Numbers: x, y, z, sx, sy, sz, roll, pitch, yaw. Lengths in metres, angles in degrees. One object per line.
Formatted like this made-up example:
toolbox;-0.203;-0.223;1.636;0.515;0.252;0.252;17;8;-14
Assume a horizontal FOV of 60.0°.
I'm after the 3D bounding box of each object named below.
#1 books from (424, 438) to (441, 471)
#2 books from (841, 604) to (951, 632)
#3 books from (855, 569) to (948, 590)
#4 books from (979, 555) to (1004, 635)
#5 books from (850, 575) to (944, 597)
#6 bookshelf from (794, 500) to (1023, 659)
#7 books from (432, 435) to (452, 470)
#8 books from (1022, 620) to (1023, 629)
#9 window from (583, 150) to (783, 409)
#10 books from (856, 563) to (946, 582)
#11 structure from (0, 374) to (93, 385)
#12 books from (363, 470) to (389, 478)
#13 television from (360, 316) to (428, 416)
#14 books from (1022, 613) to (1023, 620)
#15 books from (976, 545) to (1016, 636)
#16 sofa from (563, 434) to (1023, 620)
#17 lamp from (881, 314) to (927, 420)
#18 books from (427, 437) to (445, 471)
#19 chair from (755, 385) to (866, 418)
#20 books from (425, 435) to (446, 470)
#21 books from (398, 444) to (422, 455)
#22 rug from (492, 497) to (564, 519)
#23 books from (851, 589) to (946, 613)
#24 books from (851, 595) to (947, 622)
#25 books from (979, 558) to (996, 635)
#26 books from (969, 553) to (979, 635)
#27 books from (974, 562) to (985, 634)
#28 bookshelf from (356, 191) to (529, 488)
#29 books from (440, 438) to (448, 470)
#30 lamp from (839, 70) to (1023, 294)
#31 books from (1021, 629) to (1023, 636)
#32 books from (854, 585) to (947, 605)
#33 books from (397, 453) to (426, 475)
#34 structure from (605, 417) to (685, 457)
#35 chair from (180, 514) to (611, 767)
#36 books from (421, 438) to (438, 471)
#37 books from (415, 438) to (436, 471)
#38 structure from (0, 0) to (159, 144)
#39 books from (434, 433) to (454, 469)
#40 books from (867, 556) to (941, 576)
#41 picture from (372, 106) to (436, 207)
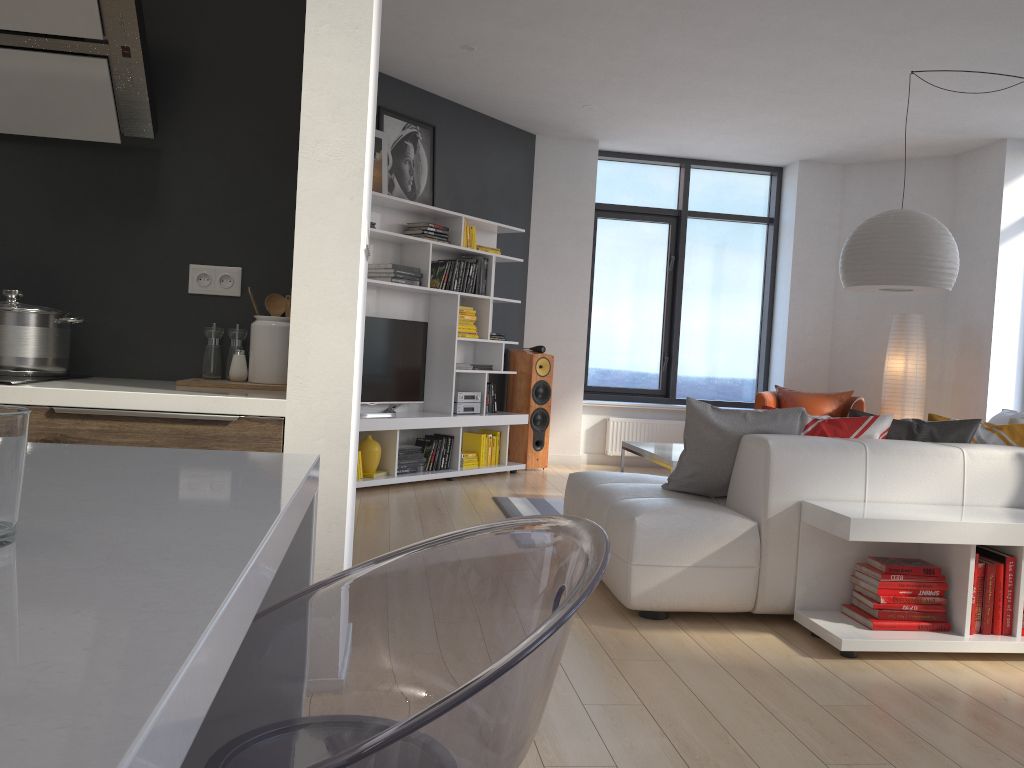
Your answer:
books;-0.635;0.537;6.775;0.169;0.233;0.081;5;2;36
books;1.418;0.867;3.290;0.301;0.032;0.227;3;2;-8
books;1.441;0.727;3.294;0.269;0.028;0.179;3;2;-7
books;1.742;0.772;3.286;0.042;0.259;0.195;3;2;-8
books;1.434;0.753;3.311;0.261;0.028;0.191;3;2;-8
bookshelf;2.397;0.767;3.388;2.600;0.500;0.356;3;2;-8
books;-0.571;0.529;6.879;0.191;0.249;0.084;5;2;37
books;1.968;0.873;3.302;0.282;0.030;0.188;3;2;-7
window;1.634;-1.001;8.748;1.960;2.402;0.170;3;2;-8
books;1.441;0.701;3.296;0.254;0.025;0.178;3;2;-9
structure;-1.453;-0.027;2.217;0.600;0.006;0.550;3;2;-8
books;-1.044;0.629;6.280;0.270;0.029;0.204;4;2;22
television;-1.013;-0.133;6.437;0.207;0.704;1.102;5;2;37
books;1.967;0.845;3.304;0.266;0.026;0.187;3;2;-9
books;1.776;0.759;3.295;0.049;0.291;0.214;3;2;-8
sofa;1.940;0.579;4.816;3.424;0.732;2.614;3;2;-8
lamp;3.559;0.177;7.612;0.804;1.550;0.502;5;2;42
books;-0.604;0.535;6.795;0.172;0.242;0.069;5;2;38
chair;2.618;0.460;7.773;0.896;0.858;0.843;4;2;24
books;-0.611;0.526;6.829;0.192;0.254;0.075;5;2;36
books;-0.860;0.484;6.571;0.250;0.047;0.310;5;2;32
rug;1.127;0.870;5.462;2.326;0.016;1.662;3;2;-8
books;1.429;0.805;3.289;0.266;0.026;0.187;3;2;-3
books;1.435;0.835;3.299;0.259;0.034;0.206;3;2;-5
books;1.702;0.771;3.290;0.034;0.259;0.207;3;2;-8
books;1.636;0.751;3.277;0.036;0.294;0.208;3;2;-8
books;1.669;0.770;3.285;0.031;0.255;0.181;3;2;-8
bookshelf;-0.911;-0.299;6.372;0.455;2.052;3.000;5;2;37
books;-0.590;0.533;6.847;0.179;0.243;0.068;5;2;35
lamp;3.257;-0.286;4.281;3.199;2.647;0.710;4;2;28
books;1.960;0.900;3.320;0.274;0.029;0.200;3;2;-8
books;1.439;0.780;3.296;0.257;0.025;0.182;3;2;-8
books;-0.844;0.578;6.565;0.277;0.137;0.343;4;2;32
structure;1.619;0.581;8.475;1.474;0.460;0.110;3;2;-8
chair;-0.162;0.528;0.743;0.434;0.838;0.475;3;2;-10
books;-0.665;0.536;6.758;0.187;0.234;0.096;5;2;37
books;-0.682;0.535;6.728;0.182;0.234;0.104;5;2;37
structure;-1.393;-1.181;2.267;0.898;0.998;0.407;3;2;-8
books;-0.552;0.524;6.907;0.197;0.260;0.066;5;2;37
books;1.451;0.675;3.287;0.206;0.029;0.152;3;2;-2
picture;-0.983;-1.685;6.469;0.076;0.707;1.279;5;2;37
